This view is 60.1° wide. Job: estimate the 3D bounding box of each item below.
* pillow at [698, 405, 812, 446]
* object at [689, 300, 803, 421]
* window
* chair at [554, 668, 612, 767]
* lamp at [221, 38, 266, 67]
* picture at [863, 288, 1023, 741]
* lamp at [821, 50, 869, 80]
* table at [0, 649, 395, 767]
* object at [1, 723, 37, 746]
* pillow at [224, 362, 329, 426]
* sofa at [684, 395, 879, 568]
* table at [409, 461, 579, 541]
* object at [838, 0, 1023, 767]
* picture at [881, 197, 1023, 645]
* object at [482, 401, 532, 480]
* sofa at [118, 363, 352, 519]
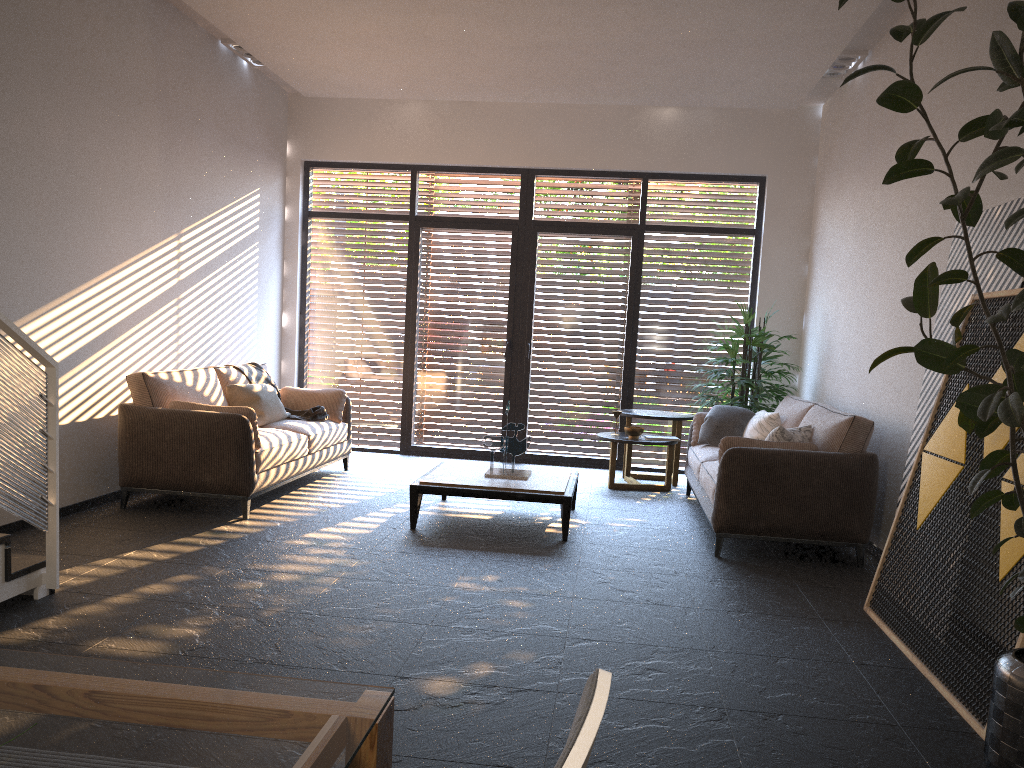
[{"bbox_3d":[1.741,0.381,6.458,0.618,0.344,1.885,4,3,7],"label":"pillow"},{"bbox_3d":[2.097,0.098,7.984,0.978,1.733,0.908,0,6,-28],"label":"object"},{"bbox_3d":[0.103,-0.701,9.001,4.940,3.046,0.457,4,6,6],"label":"window"},{"bbox_3d":[-0.243,0.769,0.939,0.601,0.925,0.473,5,6,16],"label":"chair"},{"bbox_3d":[-2.203,-2.814,7.497,0.253,0.066,0.642,3,3,6],"label":"lamp"},{"bbox_3d":[1.928,0.395,3.642,0.386,1.614,1.490,4,5,6],"label":"picture"},{"bbox_3d":[2.585,-2.525,6.973,0.253,0.066,0.642,3,3,6],"label":"lamp"},{"bbox_3d":[-0.805,0.858,0.627,0.997,0.718,1.792,4,4,6],"label":"table"},{"bbox_3d":[-0.760,0.336,0.579,0.531,0.369,0.664,3,4,2],"label":"object"},{"bbox_3d":[-2.143,0.186,7.349,0.953,0.712,1.015,6,5,30],"label":"pillow"},{"bbox_3d":[1.853,0.576,6.428,0.993,0.924,2.311,4,4,6],"label":"sofa"},{"bbox_3d":[-0.084,0.790,6.209,1.049,0.309,1.111,3,3,6],"label":"table"},{"bbox_3d":[1.589,-0.364,2.524,0.908,3.218,2.000,1,6,-16],"label":"object"},{"bbox_3d":[2.160,0.155,4.355,0.207,2.030,0.953,4,6,6],"label":"picture"},{"bbox_3d":[-1.243,-1.442,1.910,0.365,4.498,8.875,5,4,18],"label":"object"},{"bbox_3d":[-2.027,0.342,6.853,0.993,0.924,2.311,4,4,6],"label":"sofa"}]
